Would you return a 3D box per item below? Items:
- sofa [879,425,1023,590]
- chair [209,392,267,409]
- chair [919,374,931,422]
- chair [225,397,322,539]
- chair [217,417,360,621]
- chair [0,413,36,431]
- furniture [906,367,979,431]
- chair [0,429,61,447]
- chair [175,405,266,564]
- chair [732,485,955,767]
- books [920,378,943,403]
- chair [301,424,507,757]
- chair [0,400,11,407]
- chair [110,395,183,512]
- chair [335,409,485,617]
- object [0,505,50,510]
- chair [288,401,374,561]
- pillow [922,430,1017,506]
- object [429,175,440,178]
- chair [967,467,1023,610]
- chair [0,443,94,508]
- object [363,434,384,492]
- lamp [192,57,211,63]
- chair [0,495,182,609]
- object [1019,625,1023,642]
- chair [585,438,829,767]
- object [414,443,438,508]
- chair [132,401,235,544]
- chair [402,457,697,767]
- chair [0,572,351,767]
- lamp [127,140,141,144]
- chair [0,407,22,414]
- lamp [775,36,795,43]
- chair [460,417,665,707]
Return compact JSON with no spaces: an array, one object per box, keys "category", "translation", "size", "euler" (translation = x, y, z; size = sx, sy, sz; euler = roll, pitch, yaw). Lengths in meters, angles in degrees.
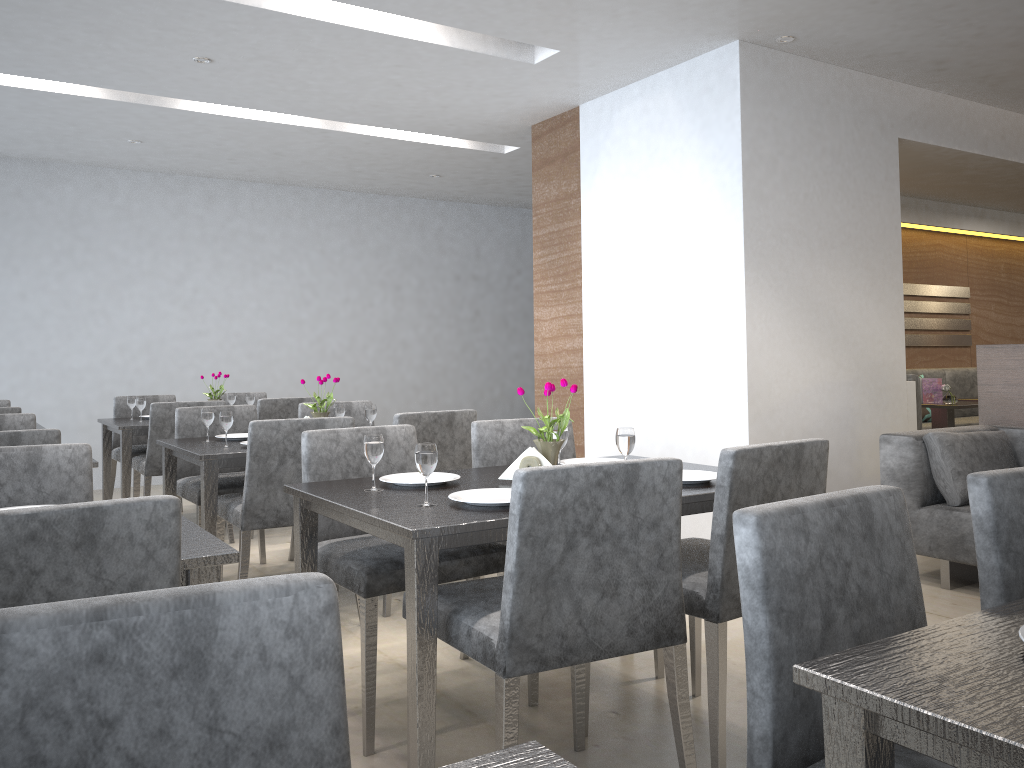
[{"category":"sofa","translation":[2.949,0.548,2.481],"size":[0.835,0.630,3.793],"euler":[-1,1,-33]},{"category":"chair","translation":[-1.732,0.444,5.722],"size":[0.477,0.765,0.491],"euler":[0,-2,-27]},{"category":"chair","translation":[3.035,0.119,6.639],"size":[0.426,0.397,0.218],"euler":[0,-2,-32]},{"category":"chair","translation":[-1.388,0.456,5.163],"size":[0.477,0.765,0.491],"euler":[1,-2,-37]},{"category":"chair","translation":[-0.844,0.500,3.332],"size":[0.477,0.765,0.491],"euler":[0,-2,-27]},{"category":"chair","translation":[-2.056,0.512,3.407],"size":[0.477,0.765,0.491],"euler":[0,-2,-27]},{"category":"furniture","translation":[5.016,0.322,5.666],"size":[5.647,0.856,4.251],"euler":[-2,2,-32]},{"category":"chair","translation":[-1.712,0.523,2.848],"size":[0.477,0.765,0.491],"euler":[1,-2,-37]},{"category":"chair","translation":[-1.240,0.488,3.937],"size":[0.477,0.765,0.491],"euler":[1,-2,-37]},{"category":"chair","translation":[0.588,0.546,1.071],"size":[0.477,0.765,0.491],"euler":[1,-2,-37]},{"category":"books","translation":[2.669,0.045,5.723],"size":[0.143,0.165,0.157],"euler":[0,-1,-13]},{"category":"chair","translation":[-0.321,0.517,2.497],"size":[0.477,0.765,0.491],"euler":[1,-2,-37]},{"category":"chair","translation":[-3.013,0.481,4.906],"size":[0.477,0.765,0.491],"euler":[0,-2,-27]},{"category":"chair","translation":[-2.197,0.457,5.436],"size":[0.477,0.765,0.491],"euler":[1,-2,-37]},{"category":"chair","translation":[-0.431,0.486,3.663],"size":[0.477,0.765,0.491],"euler":[1,-2,-37]},{"category":"object","translation":[-1.033,0.280,1.864],"size":[0.217,0.015,0.216],"euler":[-2,2,-32]},{"category":"chair","translation":[-0.776,0.475,4.223],"size":[0.477,0.765,0.491],"euler":[0,-2,-27]},{"category":"pillow","translation":[2.018,0.349,3.805],"size":[0.560,0.307,0.188],"euler":[-1,-1,-32]},{"category":"object","translation":[-0.646,-1.735,7.378],"size":[0.089,0.007,0.089],"euler":[0,2,12]},{"category":"chair","translation":[1.052,0.533,1.357],"size":[0.477,0.765,0.491],"euler":[0,-2,-27]},{"category":"chair","translation":[-1.137,0.541,1.967],"size":[0.477,0.765,0.491],"euler":[0,-2,-27]},{"category":"object","translation":[-0.351,0.200,2.242],"size":[0.053,0.140,0.053],"euler":[-1,-2,15]},{"category":"lamp","translation":[-1.577,-1.645,4.491],"size":[0.089,0.007,0.089],"euler":[0,2,12]},{"category":"chair","translation":[-0.793,0.552,1.408],"size":[0.477,0.765,0.491],"euler":[1,-2,-37]},{"category":"object","translation":[0.663,0.286,0.940],"size":[0.217,0.015,0.216],"euler":[-2,2,-32]},{"category":"chair","translation":[0.488,0.515,2.223],"size":[0.477,0.765,0.491],"euler":[1,-2,-37]},{"category":"object","translation":[-0.194,0.205,1.997],"size":[0.053,0.140,0.053],"euler":[-1,-2,10]},{"category":"chair","translation":[-1.801,0.469,4.831],"size":[0.477,0.765,0.491],"euler":[0,-2,-27]},{"category":"chair","translation":[0.074,0.529,1.892],"size":[0.477,0.765,0.491],"euler":[0,-2,-27]},{"category":"chair","translation":[-0.228,0.570,0.542],"size":[0.477,0.765,0.491],"euler":[0,-2,-27]},{"category":"lamp","translation":[-2.618,-1.678,6.122],"size":[0.089,0.007,0.089],"euler":[0,2,12]},{"category":"chair","translation":[-2.668,0.493,4.347],"size":[0.477,0.765,0.491],"euler":[1,-2,-37]},{"category":"lamp","translation":[1.324,-1.672,4.289],"size":[0.089,0.007,0.089],"euler":[0,2,12]},{"category":"chair","translation":[0.143,0.504,2.783],"size":[0.477,0.765,0.491],"euler":[0,-2,-27]}]
